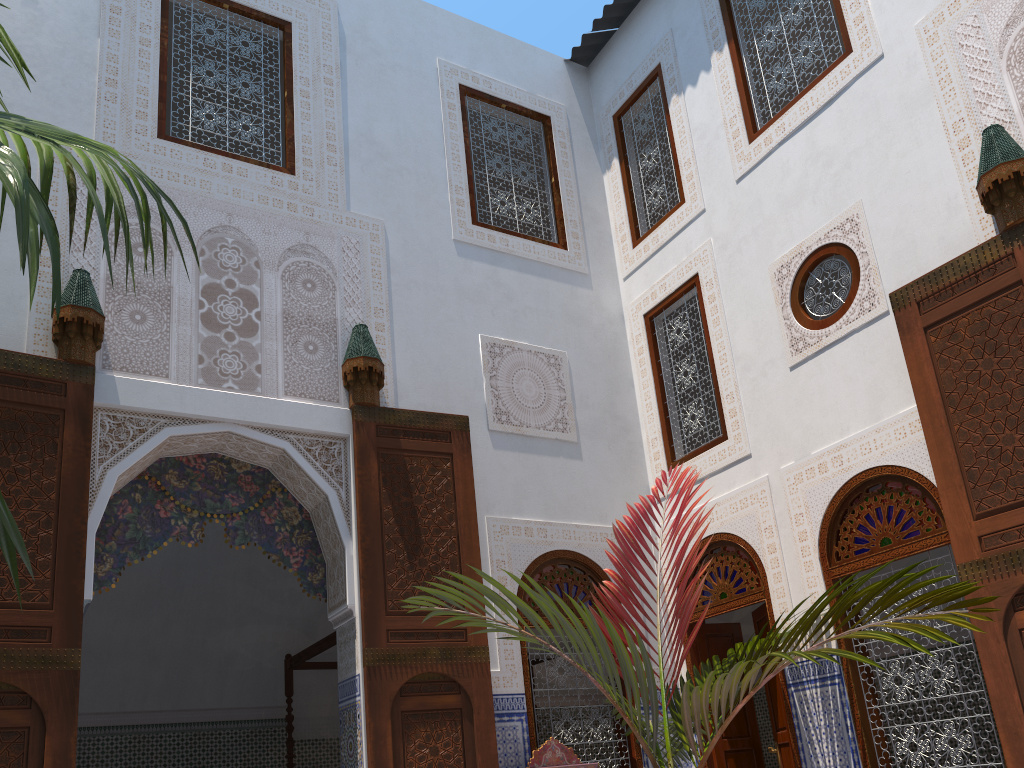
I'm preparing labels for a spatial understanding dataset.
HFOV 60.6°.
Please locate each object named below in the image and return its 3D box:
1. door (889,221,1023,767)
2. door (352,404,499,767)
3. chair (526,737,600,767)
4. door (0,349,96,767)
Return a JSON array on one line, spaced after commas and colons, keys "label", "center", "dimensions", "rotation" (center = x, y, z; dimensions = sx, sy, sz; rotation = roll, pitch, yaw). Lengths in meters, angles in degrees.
[{"label": "door", "center": [1.823, 0.658, 2.958], "dimensions": [0.125, 2.403, 0.605], "rotation": [7, -22, -34]}, {"label": "door", "center": [-0.365, 1.269, 3.806], "dimensions": [0.585, 2.403, 0.129], "rotation": [4, -20, -27]}, {"label": "chair", "center": [0.346, 2.009, 3.673], "dimensions": [0.488, 1.031, 0.524], "rotation": [6, -22, -30]}, {"label": "door", "center": [-1.780, 1.021, 2.973], "dimensions": [0.589, 2.403, 0.128], "rotation": [8, -23, -36]}]
